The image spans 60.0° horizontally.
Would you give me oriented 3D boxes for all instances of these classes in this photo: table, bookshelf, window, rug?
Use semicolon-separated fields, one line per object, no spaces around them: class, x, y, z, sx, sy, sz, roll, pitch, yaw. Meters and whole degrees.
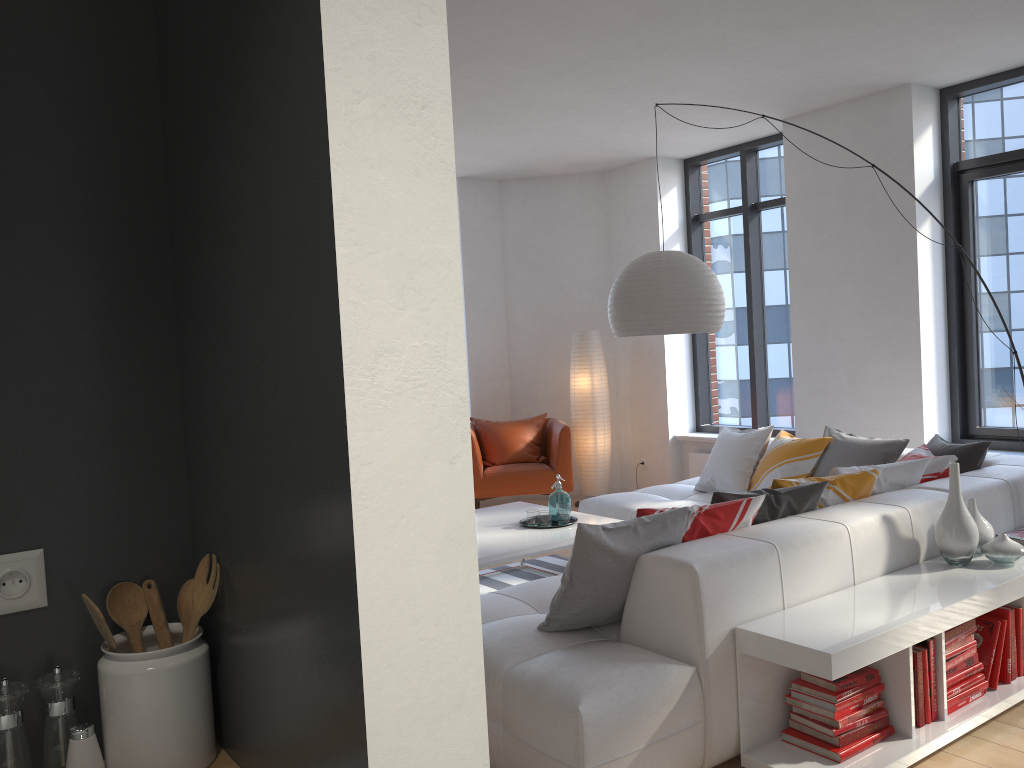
table;-0.061;1.014;4.983;1.091;0.435;1.091;-5;3;-36
bookshelf;1.892;0.946;3.496;2.600;0.500;0.356;-5;3;-36
window;2.017;-0.776;7.345;0.170;2.402;1.310;-5;3;-36
rug;-0.167;1.251;4.757;2.326;0.016;1.662;-5;3;-36
window;3.360;-0.772;5.476;0.170;2.402;1.310;-5;3;-36

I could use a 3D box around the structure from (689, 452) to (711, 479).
structure;1.855;0.814;7.193;0.110;0.460;1.015;-5;3;-36

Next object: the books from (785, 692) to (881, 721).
books;1.079;1.053;2.985;0.261;0.028;0.191;-5;3;-36

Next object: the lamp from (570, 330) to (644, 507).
lamp;0.896;0.298;7.754;0.804;1.550;0.502;-3;2;15

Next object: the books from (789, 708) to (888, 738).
books;1.091;1.105;2.964;0.266;0.026;0.187;-5;3;-30

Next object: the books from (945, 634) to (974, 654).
books;1.528;0.933;3.233;0.257;0.025;0.182;-5;3;-36

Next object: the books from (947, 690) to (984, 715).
books;1.556;1.132;3.240;0.274;0.029;0.200;-5;3;-36

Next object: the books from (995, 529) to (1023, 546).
books;2.157;0.635;3.658;0.238;0.027;0.188;-4;3;-22

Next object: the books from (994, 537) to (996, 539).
books;2.145;0.661;3.680;0.300;0.026;0.245;-5;3;-31

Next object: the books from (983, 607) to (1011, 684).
books;1.813;0.986;3.407;0.046;0.282;0.199;-5;3;-36

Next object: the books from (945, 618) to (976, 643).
books;1.525;0.878;3.233;0.259;0.034;0.206;-5;3;-39

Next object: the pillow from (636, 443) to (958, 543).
pillow;1.348;0.598;3.923;2.250;0.449;0.575;-5;3;-38

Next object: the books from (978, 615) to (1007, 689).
books;1.763;1.006;3.371;0.115;0.245;0.192;-5;3;-36

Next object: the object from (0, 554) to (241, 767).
object;-0.567;0.418;1.223;0.330;0.316;0.221;-5;3;-36

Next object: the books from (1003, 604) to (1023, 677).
books;1.896;0.984;3.457;0.028;0.269;0.181;-5;3;-36

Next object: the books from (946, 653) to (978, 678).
books;1.535;1.014;3.254;0.279;0.039;0.206;-5;3;-35

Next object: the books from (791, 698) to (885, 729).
books;1.094;1.078;2.975;0.257;0.025;0.182;-5;3;-36

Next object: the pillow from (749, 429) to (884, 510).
pillow;1.457;0.551;4.672;0.630;0.440;2.095;-3;2;11

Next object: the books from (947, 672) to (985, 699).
books;1.562;1.077;3.228;0.266;0.026;0.187;-5;3;-36

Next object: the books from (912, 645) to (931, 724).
books;1.363;1.033;3.104;0.042;0.259;0.195;-5;3;-36

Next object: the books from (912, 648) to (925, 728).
books;1.326;1.036;3.090;0.034;0.259;0.207;-5;3;-36

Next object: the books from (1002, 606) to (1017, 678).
books;1.865;0.989;3.453;0.028;0.266;0.188;-5;3;-36

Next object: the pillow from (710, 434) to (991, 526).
pillow;1.606;0.550;4.119;2.120;0.436;0.608;-5;3;-40

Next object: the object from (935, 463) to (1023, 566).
object;1.806;0.501;3.505;0.316;0.398;0.319;-4;2;-12

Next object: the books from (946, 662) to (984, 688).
books;1.542;1.049;3.258;0.301;0.032;0.227;-5;3;-36

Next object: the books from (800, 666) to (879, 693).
books;1.095;0.973;2.968;0.206;0.029;0.152;-5;3;-30

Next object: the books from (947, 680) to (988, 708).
books;1.567;1.104;3.227;0.282;0.030;0.188;-5;3;-34

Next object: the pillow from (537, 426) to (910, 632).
pillow;1.074;0.574;4.135;0.647;0.453;2.953;-1;3;42

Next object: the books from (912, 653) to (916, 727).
books;1.300;1.039;3.070;0.031;0.255;0.181;-5;3;-36

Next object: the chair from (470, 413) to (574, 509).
chair;0.029;0.702;7.475;0.896;0.858;0.843;-3;2;-4

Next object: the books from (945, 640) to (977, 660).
books;1.549;0.955;3.238;0.236;0.023;0.178;-5;3;-36

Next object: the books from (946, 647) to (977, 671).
books;1.540;0.981;3.238;0.261;0.027;0.191;-5;3;-40

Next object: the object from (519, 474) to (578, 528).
object;0.199;0.649;4.979;0.330;0.265;0.330;-4;2;-12

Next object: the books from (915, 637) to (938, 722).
books;1.387;1.015;3.128;0.049;0.291;0.214;-5;3;-36

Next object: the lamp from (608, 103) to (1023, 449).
lamp;2.108;-0.190;4.641;3.199;2.647;0.710;-3;2;0

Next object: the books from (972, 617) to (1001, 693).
books;1.725;1.008;3.353;0.144;0.247;0.188;-5;3;-35

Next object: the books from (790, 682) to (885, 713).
books;1.090;1.026;2.972;0.269;0.028;0.179;-5;3;-34

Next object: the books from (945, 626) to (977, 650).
books;1.546;0.906;3.238;0.266;0.026;0.187;-5;3;-41

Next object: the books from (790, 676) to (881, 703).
books;1.085;1.000;2.973;0.254;0.025;0.178;-5;3;-36

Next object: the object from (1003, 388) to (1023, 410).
object;2.538;0.269;3.933;0.406;0.744;0.607;-3;2;4

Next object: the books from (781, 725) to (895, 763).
books;1.089;1.168;2.963;0.301;0.032;0.227;-5;3;-36

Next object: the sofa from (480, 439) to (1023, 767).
sofa;0.810;0.846;4.546;3.424;0.732;2.614;-5;3;-36

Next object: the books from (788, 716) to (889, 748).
books;1.095;1.133;2.978;0.259;0.034;0.206;-5;3;-33

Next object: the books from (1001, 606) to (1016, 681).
books;1.835;0.988;3.443;0.038;0.270;0.215;-5;3;-36

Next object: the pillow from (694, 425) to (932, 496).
pillow;1.471;0.518;4.989;0.580;0.456;2.156;-4;2;-10
